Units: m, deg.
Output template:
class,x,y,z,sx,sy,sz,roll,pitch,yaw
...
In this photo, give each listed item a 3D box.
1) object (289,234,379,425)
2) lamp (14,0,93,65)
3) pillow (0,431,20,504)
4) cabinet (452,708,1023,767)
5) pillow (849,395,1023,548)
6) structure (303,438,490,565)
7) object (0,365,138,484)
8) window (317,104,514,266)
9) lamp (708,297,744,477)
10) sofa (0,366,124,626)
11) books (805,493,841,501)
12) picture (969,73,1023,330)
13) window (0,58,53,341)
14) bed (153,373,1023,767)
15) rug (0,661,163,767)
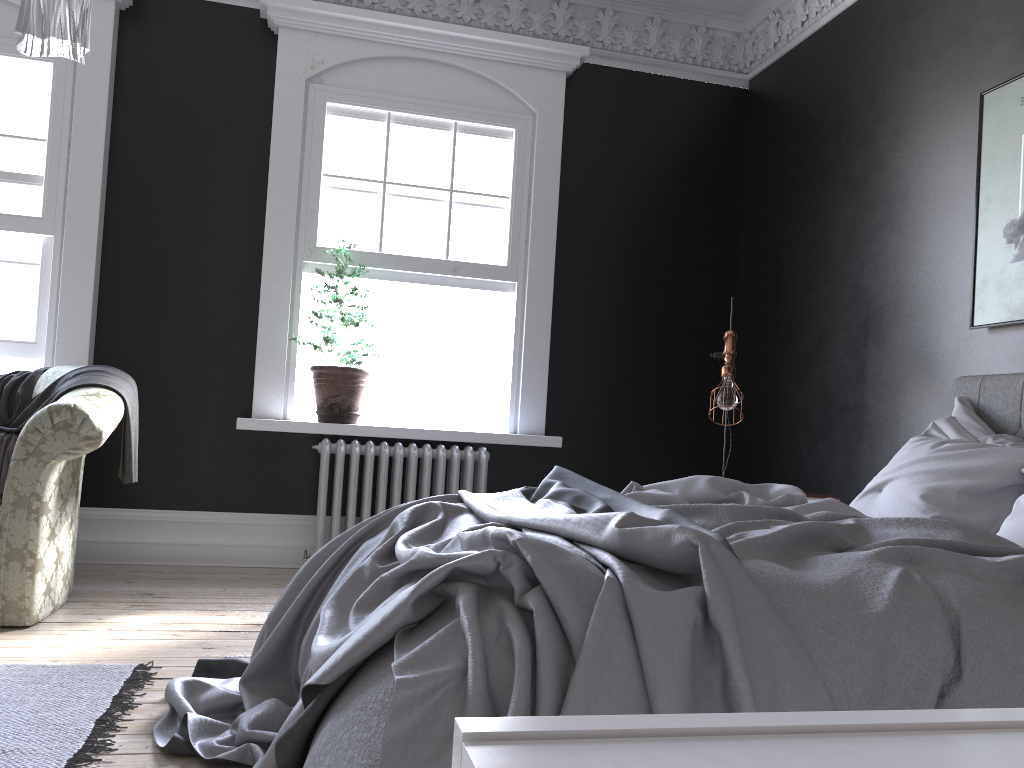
class,x,y,z,sx,sy,sz,roll,pitch,yaw
object,-1.047,-0.325,5.424,0.474,1.133,0.506,3,-2,26
lamp,-1.132,-1.881,2.346,0.783,2.047,0.783,2,-2,30
pillow,-2.734,0.327,4.213,0.964,0.461,0.405,4,-2,-6
cabinet,1.190,0.587,0.181,2.397,0.882,0.570,4,-2,-14
pillow,1.796,0.372,3.040,0.680,0.759,1.831,4,-3,-14
structure,-0.673,0.779,5.431,1.141,0.848,0.276,4,-2,-14
object,-2.328,0.186,4.468,1.366,0.584,0.517,2,-3,36
window,-0.608,-1.228,5.697,1.263,1.016,0.056,4,-2,-14
lamp,1.326,0.401,5.334,0.437,1.778,1.720,3,-2,25
sofa,-3.255,0.401,4.135,2.814,1.160,1.607,4,-3,-13
books,1.415,0.554,4.250,0.275,0.045,0.346,3,-3,16
picture,2.192,-0.796,3.628,0.014,1.078,0.792,4,-2,-13
window,-3.318,-1.098,5.039,1.263,1.670,0.056,4,-2,-14
bed,0.693,0.481,2.832,3.285,1.297,2.766,5,-3,-25
rug,-2.806,0.849,1.827,3.646,0.050,2.107,4,-3,-13
